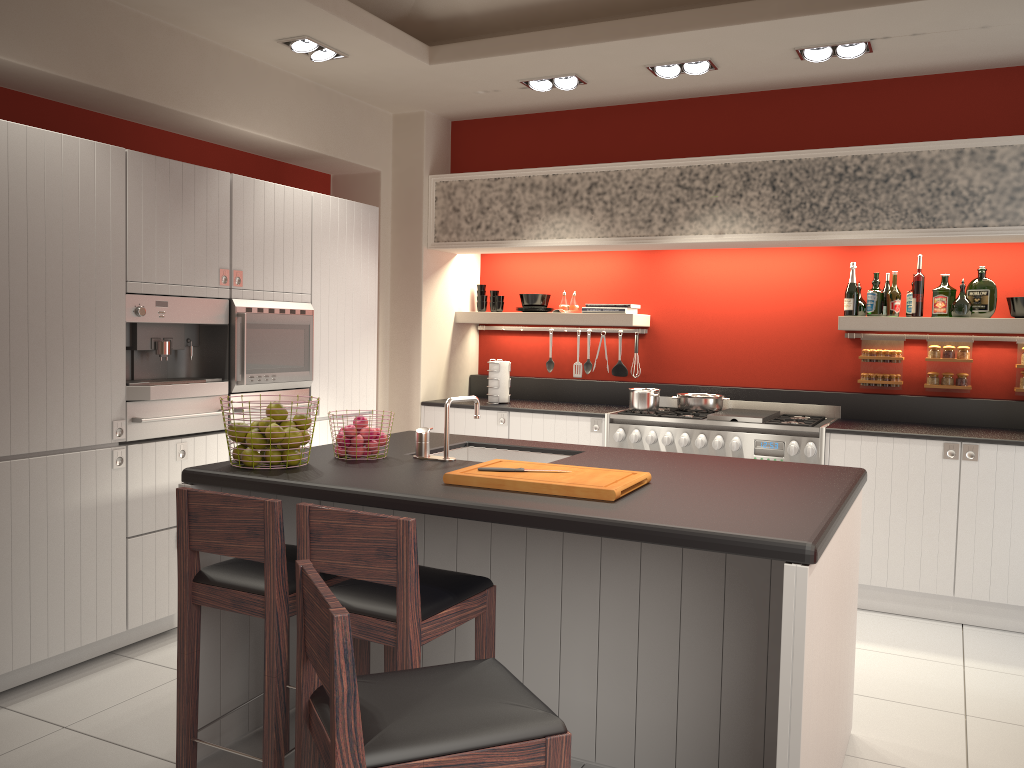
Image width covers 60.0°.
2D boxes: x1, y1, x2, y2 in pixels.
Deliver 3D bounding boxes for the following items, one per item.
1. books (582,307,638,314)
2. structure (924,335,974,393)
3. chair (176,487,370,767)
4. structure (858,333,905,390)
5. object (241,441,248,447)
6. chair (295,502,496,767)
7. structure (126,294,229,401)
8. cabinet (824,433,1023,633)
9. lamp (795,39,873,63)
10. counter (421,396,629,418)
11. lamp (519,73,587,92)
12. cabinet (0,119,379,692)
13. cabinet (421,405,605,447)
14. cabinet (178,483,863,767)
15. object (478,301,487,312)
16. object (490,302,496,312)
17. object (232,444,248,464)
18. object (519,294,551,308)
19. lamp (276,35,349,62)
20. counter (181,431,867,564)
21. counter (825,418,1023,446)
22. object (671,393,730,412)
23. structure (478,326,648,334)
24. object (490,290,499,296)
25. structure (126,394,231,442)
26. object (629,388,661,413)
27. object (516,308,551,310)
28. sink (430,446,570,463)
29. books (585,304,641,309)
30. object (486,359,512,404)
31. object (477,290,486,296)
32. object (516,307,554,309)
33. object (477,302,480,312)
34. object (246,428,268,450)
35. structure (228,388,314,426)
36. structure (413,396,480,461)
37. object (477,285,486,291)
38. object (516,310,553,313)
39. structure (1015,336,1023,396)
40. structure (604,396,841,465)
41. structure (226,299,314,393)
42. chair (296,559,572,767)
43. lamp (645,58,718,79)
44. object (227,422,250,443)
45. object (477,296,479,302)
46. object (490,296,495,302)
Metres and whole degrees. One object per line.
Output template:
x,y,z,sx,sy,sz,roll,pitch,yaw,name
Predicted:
0.678,-0.508,6.154,0.331,0.042,0.207,3,4,31,books
2.629,-0.121,5.336,0.256,0.347,0.130,3,4,26,structure
-0.743,0.814,2.817,0.383,1.008,0.474,3,4,26,chair
2.291,-0.138,5.503,0.256,0.347,0.130,3,4,26,structure
-0.935,0.186,3.142,0.076,0.077,0.076,1,3,-9,object
-0.330,0.836,2.613,0.383,1.008,0.474,3,4,28,chair
-1.704,-0.182,4.250,0.453,0.470,0.624,3,4,26,structure
2.508,0.784,5.003,1.361,0.993,0.687,3,4,26,cabinet
1.662,-1.737,4.572,0.361,0.103,0.199,3,4,26,lamp
0.134,0.151,6.153,1.360,0.026,0.699,3,4,26,counter
0.245,-1.809,5.272,0.361,0.109,0.199,3,4,26,lamp
-1.737,0.055,4.630,0.717,2.249,2.558,3,4,26,cabinet
0.120,0.660,6.183,1.361,0.993,0.687,3,4,26,cabinet
0.091,0.854,3.201,2.034,1.010,1.423,3,4,26,cabinet
-0.215,-0.567,6.509,0.070,0.076,0.070,1,3,-2,object
-0.134,-0.573,6.643,0.070,0.076,0.070,1,3,-2,object
-0.937,0.243,3.080,0.068,0.068,0.068,4,4,37,object
0.167,-0.598,6.462,0.232,0.108,0.233,0,4,-22,object
-1.062,-1.798,4.747,0.199,0.084,0.361,3,4,26,lamp
0.109,0.323,3.169,2.054,0.050,1.415,3,4,26,counter
2.517,0.275,4.974,1.360,0.026,0.699,3,4,26,counter
1.228,0.122,5.790,0.309,0.104,0.309,-1,4,-36,object
0.351,-0.402,6.534,1.355,0.034,0.054,3,4,26,structure
-0.132,-0.661,6.638,0.070,0.076,0.070,1,3,-2,object
-1.571,0.154,4.199,0.129,0.177,0.617,3,4,26,structure
0.838,0.105,5.622,0.201,0.148,0.201,2,4,19,object
0.165,-0.541,6.465,0.280,0.016,0.280,3,4,25,object
-0.063,0.423,3.531,0.567,0.258,0.516,3,4,26,sink
0.702,-0.542,6.164,0.332,0.026,0.207,3,4,27,books
-0.094,-0.018,6.142,0.168,0.304,0.163,-1,4,-35,object
-0.231,-0.666,6.687,0.070,0.076,0.070,1,3,-2,object
0.166,-0.546,6.465,0.280,0.016,0.280,3,4,25,object
-0.233,-0.578,6.692,0.070,0.076,0.070,1,3,-2,object
-0.880,0.193,3.060,0.076,0.077,0.076,1,3,-9,object
-1.291,0.126,4.763,0.129,0.177,0.617,3,4,26,structure
-0.251,0.169,3.380,0.183,0.249,0.224,3,4,27,structure
-0.230,-0.710,6.685,0.070,0.076,0.070,1,3,-2,object
0.165,-0.525,6.466,0.280,0.016,0.280,3,4,25,object
3.059,-0.098,5.124,0.256,0.347,0.130,3,4,26,structure
1.293,0.667,5.549,1.322,1.085,0.778,3,4,26,structure
-1.358,-0.210,4.777,0.332,0.472,0.610,3,4,26,structure
-0.176,0.887,1.820,0.474,1.008,0.383,0,3,-23,chair
0.944,-1.774,4.926,0.361,0.104,0.199,3,4,26,lamp
-0.947,0.169,3.076,0.077,0.068,0.076,2,4,20,object
-0.232,-0.622,6.690,0.070,0.076,0.070,1,3,-2,object
-0.133,-0.617,6.640,0.070,0.076,0.070,1,3,-2,object
